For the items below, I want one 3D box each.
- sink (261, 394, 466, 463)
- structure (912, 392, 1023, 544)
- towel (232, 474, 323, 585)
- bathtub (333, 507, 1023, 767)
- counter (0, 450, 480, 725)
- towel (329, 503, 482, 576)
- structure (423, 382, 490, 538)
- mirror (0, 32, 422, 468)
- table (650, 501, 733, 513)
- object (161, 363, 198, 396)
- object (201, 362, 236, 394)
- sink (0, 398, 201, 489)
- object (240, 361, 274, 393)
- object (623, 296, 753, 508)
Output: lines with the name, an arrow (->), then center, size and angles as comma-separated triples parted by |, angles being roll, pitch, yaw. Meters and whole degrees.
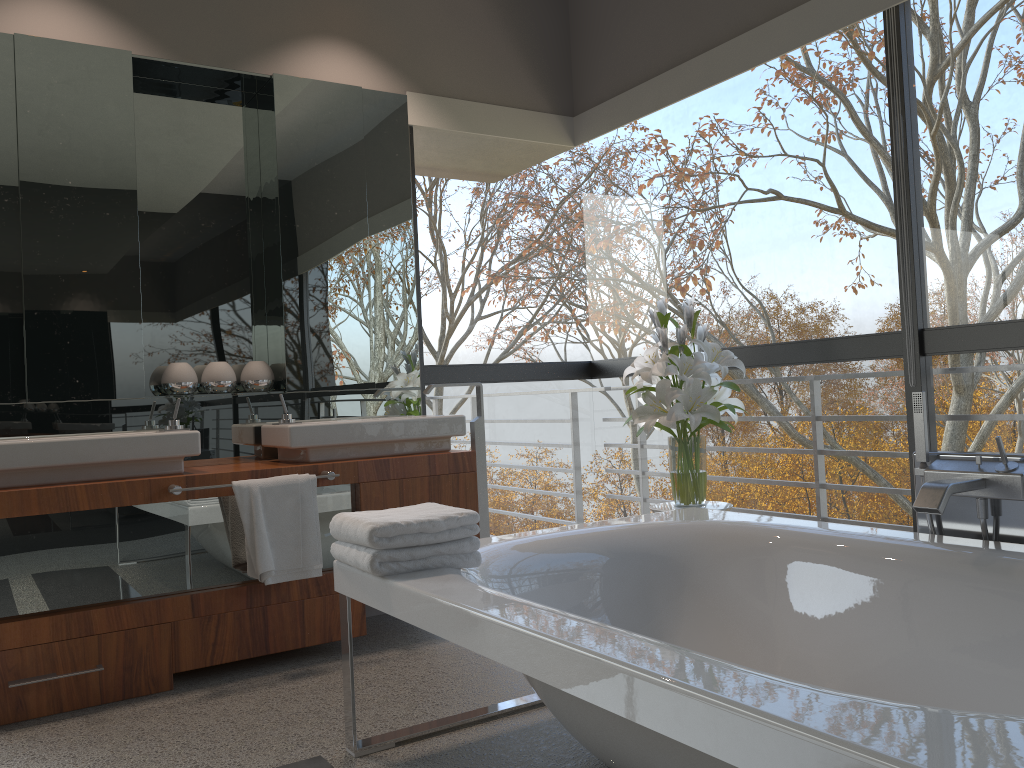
sink -> -0.598, 0.161, 3.606 | 0.750, 0.266, 0.352 | -2, -1, -32
structure -> 1.133, 0.460, 2.213 | 0.330, 0.885, 0.402 | -2, -1, -32
towel -> -0.808, 0.504, 3.075 | 0.302, 0.368, 0.079 | -2, -1, -32
bathtub -> 0.608, 0.668, 1.922 | 1.328, 0.504, 1.957 | -2, -1, -32
counter -> -1.009, 0.662, 3.260 | 1.848, 0.704, 0.524 | -2, -1, -32
towel -> -0.283, 0.406, 2.317 | 0.305, 0.145, 0.321 | -2, -1, -29
structure -> -0.216, 0.491, 3.792 | 0.303, 0.989, 0.069 | -2, -2, -32
mirror -> -1.251, -0.472, 3.628 | 1.790, 1.618, 0.253 | -2, -1, -32
table -> 0.682, 0.696, 3.319 | 0.307, 0.479, 0.307 | -4, -2, 41
object -> -1.326, -0.019, 3.537 | 0.136, 0.131, 0.136 | -3, -1, 10
object -> -1.196, -0.024, 3.619 | 0.136, 0.131, 0.136 | -3, -1, 10
sink -> -1.495, 0.197, 3.039 | 0.750, 0.266, 0.352 | -2, -1, -32
object -> -1.063, -0.029, 3.703 | 0.136, 0.131, 0.136 | -3, -1, 10
object -> 0.639, 0.060, 3.341 | 0.460, 0.796, 0.450 | -3, -1, -5
